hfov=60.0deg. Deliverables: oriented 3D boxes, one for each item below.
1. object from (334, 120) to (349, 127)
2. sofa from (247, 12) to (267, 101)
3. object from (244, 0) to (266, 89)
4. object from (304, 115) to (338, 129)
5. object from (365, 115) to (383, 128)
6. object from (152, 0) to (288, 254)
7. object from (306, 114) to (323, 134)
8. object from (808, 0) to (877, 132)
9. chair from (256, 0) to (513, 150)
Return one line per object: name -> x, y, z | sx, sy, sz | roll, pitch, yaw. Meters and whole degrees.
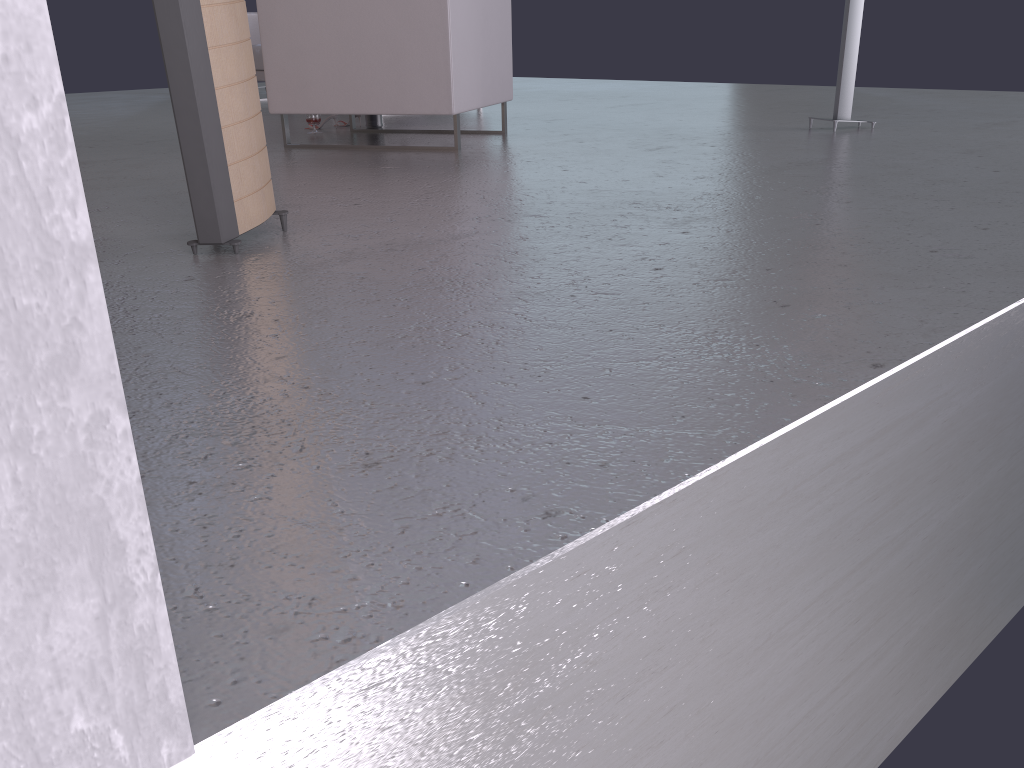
object -> -1.025, -1.663, 5.566 | 0.235, 0.087, 0.079 | 9, 24, 24
sofa -> -1.356, -2.717, 7.243 | 1.026, 0.824, 2.353 | -20, 28, -38
object -> -2.714, -3.665, 8.969 | 0.243, 1.363, 0.333 | -16, 26, -33
object -> -1.175, -1.613, 5.450 | 0.235, 0.087, 0.079 | 4, 22, 14
object -> -0.852, -1.782, 5.382 | 0.109, 0.435, 0.109 | -7, 22, -14
object -> -0.799, -1.058, 2.150 | 0.244, 1.473, 0.444 | 0, 22, 3
object -> -1.168, -1.591, 5.198 | 0.091, 0.233, 0.091 | -7, 22, -13
object -> 1.799, -2.021, 4.568 | 0.333, 1.363, 0.243 | -6, 22, -10
chair -> -0.625, -1.692, 4.647 | 1.026, 0.808, 0.936 | 6, 23, 17
